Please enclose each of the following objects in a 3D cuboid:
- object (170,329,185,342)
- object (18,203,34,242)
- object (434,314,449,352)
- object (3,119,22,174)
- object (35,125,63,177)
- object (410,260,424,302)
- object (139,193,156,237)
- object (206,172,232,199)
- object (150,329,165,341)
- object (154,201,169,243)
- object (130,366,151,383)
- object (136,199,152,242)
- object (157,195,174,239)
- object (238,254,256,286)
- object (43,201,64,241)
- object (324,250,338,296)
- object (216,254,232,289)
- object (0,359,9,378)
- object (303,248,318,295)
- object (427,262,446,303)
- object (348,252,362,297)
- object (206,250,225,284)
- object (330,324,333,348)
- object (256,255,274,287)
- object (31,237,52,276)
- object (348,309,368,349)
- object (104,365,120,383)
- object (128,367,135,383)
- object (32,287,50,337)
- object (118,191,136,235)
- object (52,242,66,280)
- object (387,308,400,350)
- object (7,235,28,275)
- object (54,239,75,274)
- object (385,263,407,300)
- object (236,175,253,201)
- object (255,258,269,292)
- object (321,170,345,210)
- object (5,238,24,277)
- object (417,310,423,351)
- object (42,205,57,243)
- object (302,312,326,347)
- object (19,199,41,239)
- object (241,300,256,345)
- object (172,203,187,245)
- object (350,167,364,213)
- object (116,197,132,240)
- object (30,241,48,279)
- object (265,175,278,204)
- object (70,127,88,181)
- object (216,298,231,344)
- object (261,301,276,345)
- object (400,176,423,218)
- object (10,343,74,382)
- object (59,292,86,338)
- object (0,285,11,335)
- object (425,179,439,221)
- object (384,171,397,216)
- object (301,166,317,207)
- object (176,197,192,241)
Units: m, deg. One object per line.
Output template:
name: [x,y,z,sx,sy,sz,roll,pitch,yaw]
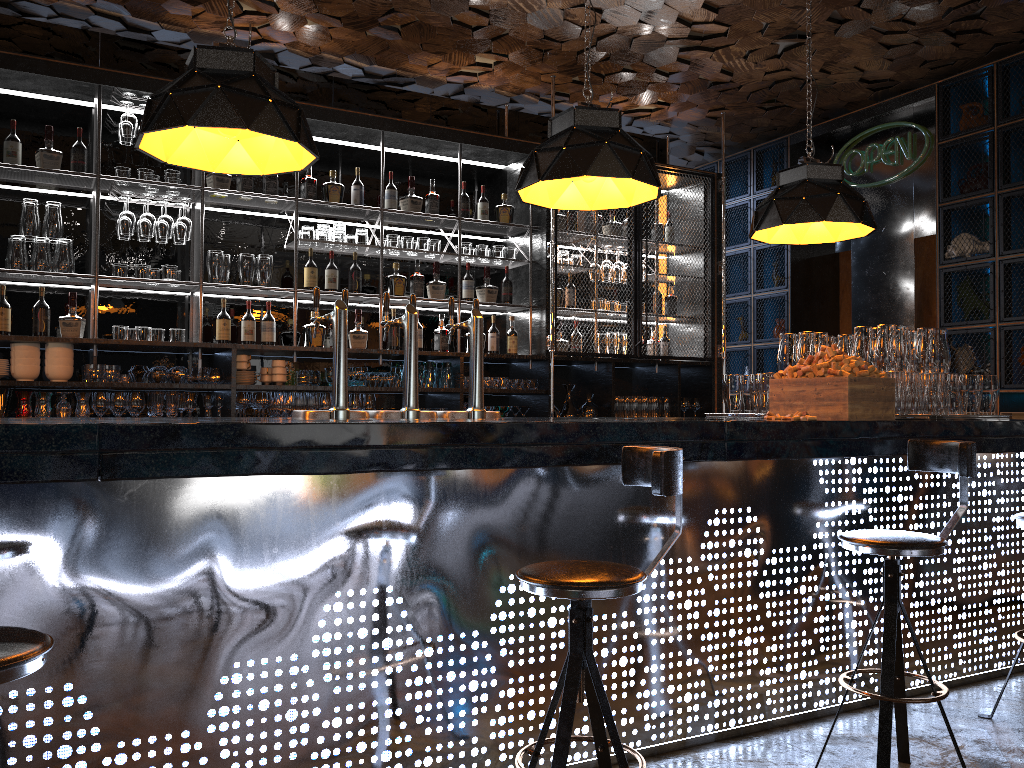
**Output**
object: [-2.002,-0.281,5.304,0.089,0.092,0.089,1,-2,-18]
object: [-2.760,-0.925,5.067,0.105,0.209,0.105,0,-2,16]
object: [-0.492,-0.345,6.176,0.083,0.282,0.083,2,-2,-44]
object: [-2.800,-1.333,4.974,0.086,0.298,0.086,0,-2,20]
object: [-2.622,-1.320,5.020,0.123,0.279,0.123,2,-2,-40]
object: [-0.653,-0.712,6.097,0.083,0.282,0.083,1,-2,-29]
object: [-2.132,-0.987,5.191,0.092,0.244,0.092,0,-2,22]
object: [-1.812,-1.297,5.479,0.123,0.279,0.123,2,-2,-40]
object: [-2.125,-0.282,5.309,0.089,0.092,0.089,1,-2,-18]
object: [-2.125,-0.982,5.383,0.092,0.244,0.092,0,-2,22]
object: [-2.136,-0.054,5.101,0.109,0.100,0.109,-1,-2,44]
object: [-2.211,-0.983,5.336,0.092,0.244,0.092,0,-2,22]
object: [-2.046,-0.985,5.238,0.092,0.244,0.092,0,-2,22]
object: [-1.650,-0.699,5.512,0.105,0.209,0.105,0,-2,16]
object: [-2.603,-0.925,5.035,0.105,0.209,0.105,0,-2,16]
object: [-1.189,-0.730,5.840,0.086,0.298,0.086,0,-2,20]
object: [-1.804,-0.699,5.528,0.105,0.209,0.105,0,-2,16]
object: [-2.873,-0.114,4.762,0.306,0.195,0.300,1,-2,-27]
object: [-1.305,-0.732,5.748,0.086,0.299,0.086,0,-2,20]
object: [-0.524,-0.707,6.151,0.123,0.279,0.123,1,-2,-15]
object: [-1.043,-0.728,5.888,0.086,0.297,0.086,0,-2,20]
object: [-1.804,-0.702,5.397,0.105,0.209,0.105,0,-2,16]
object: [-1.147,-0.359,5.819,0.083,0.282,0.083,1,-2,-29]
object: [-1.543,-0.697,5.543,0.105,0.209,0.105,0,-2,16]
object: [-2.649,-0.717,4.997,0.105,0.209,0.105,0,-2,16]
object: [-1.019,-0.354,5.873,0.123,0.279,0.123,1,-2,-15]
object: [-2.273,-0.056,5.021,0.089,0.100,0.100,0,-2,8]
object: [-2.212,-0.050,5.240,0.109,0.100,0.109,-1,-2,44]
object: [-2.640,-0.397,4.975,0.086,0.297,0.086,0,-2,5]
object: [-2.229,-0.989,5.138,0.092,0.244,0.092,0,-2,22]
object: [-2.607,-0.714,5.132,0.105,0.209,0.105,0,-2,16]
object: [-0.799,-0.360,5.980,0.086,0.297,0.086,0,-2,5]
object: [-2.753,-0.720,4.939,0.105,0.209,0.105,0,-2,16]
object: [-2.542,-0.716,5.041,0.105,0.209,0.105,0,-2,16]
object: [-0.788,-0.697,6.022,0.151,0.248,0.094,2,-2,-40]
object: [-1.673,-1.297,5.553,0.083,0.282,0.083,2,-2,-44]
object: [-1.584,-0.695,5.643,0.105,0.209,0.105,0,-2,16]
object: [-1.176,-1.275,5.823,0.151,0.248,0.094,1,-2,-25]
object: [-2.819,-0.717,5.037,0.105,0.209,0.105,0,-2,16]
object: [-0.656,-0.357,6.095,0.086,0.298,0.086,0,-2,20]
object: [-2.651,-0.923,5.113,0.105,0.209,0.105,0,-2,16]
object: [-1.282,-0.343,5.744,0.151,0.248,0.094,2,-2,-40]
object: [-2.701,-0.927,4.971,0.105,0.209,0.105,0,-2,16]
object: [-1.657,-0.376,5.576,0.086,0.298,0.086,0,-2,20]
object: [-2.034,-0.980,5.433,0.092,0.244,0.092,0,-2,22]
object: [-1.032,-1.297,5.919,0.086,0.298,0.086,0,-2,20]
object: [-2.308,-0.985,5.283,0.092,0.244,0.092,0,-2,22]
object: [-2.708,-0.715,5.089,0.105,0.209,0.105,0,-2,16]
object: [-1.527,-1.294,5.633,0.083,0.282,0.083,1,-2,-14]
object: [-2.494,-1.328,5.110,0.086,0.299,0.086,0,-2,20]
object: [-1.783,-0.378,5.479,0.086,0.299,0.086,0,-2,20]
object: [-1.541,-0.375,5.612,0.086,0.298,0.086,0,-2,20]
object: [-0.690,-1.281,6.074,0.123,0.279,0.123,2,-2,-40]
object: [-2.586,-0.120,4.881,0.309,0.216,0.149,1,-2,-31]
object: [-2.508,-0.384,5.060,0.123,0.279,0.123,1,-2,-15]
object: [-2.823,-0.399,4.911,0.086,0.299,0.086,0,-2,20]
object: [-0.555,-1.281,6.164,0.083,0.282,0.083,1,-2,-29]
object: [-0.824,-1.294,6.026,0.086,0.298,0.086,0,-2,20]
object: [-1.317,-1.296,5.748,0.083,0.282,0.083,2,-2,-44]
object: [-1.955,-0.983,5.288,0.092,0.244,0.092,0,-2,22]
